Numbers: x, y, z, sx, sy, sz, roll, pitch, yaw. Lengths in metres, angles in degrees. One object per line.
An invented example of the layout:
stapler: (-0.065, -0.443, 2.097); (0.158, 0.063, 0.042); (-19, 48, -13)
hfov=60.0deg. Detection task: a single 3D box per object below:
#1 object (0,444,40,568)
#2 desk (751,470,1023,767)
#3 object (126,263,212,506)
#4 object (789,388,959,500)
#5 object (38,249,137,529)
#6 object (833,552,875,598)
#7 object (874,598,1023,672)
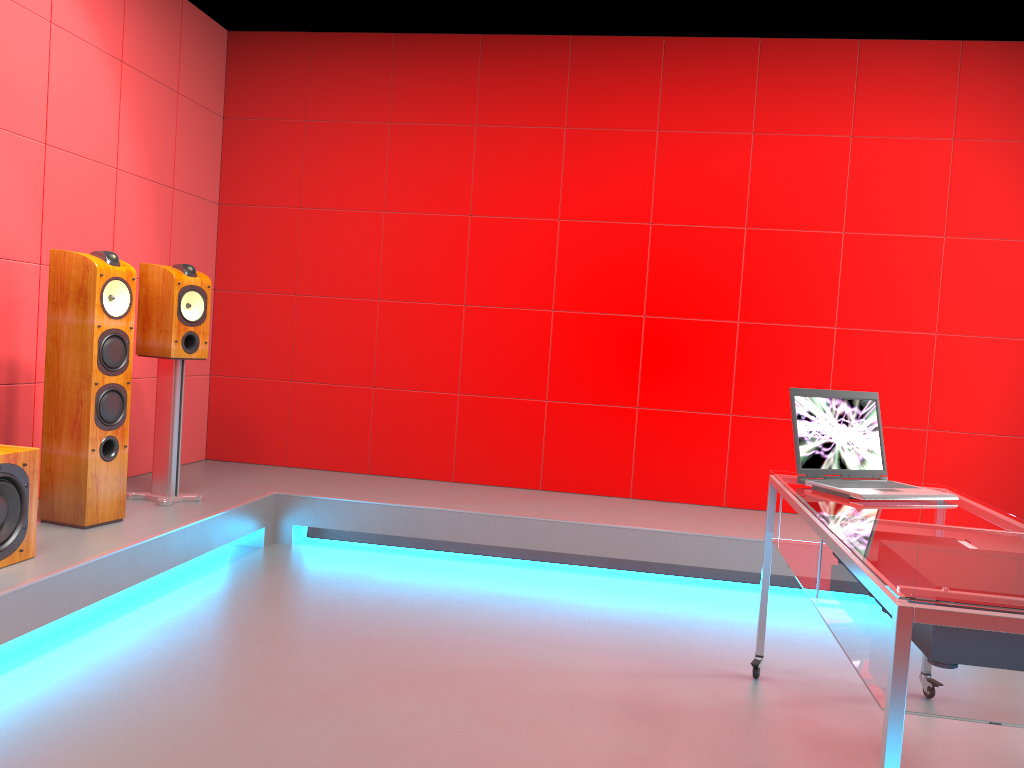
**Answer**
object: (-1.742, 0.381, 2.742); (0.360, 0.360, 0.360); (4, 3, 9)
desk: (0.978, 0.676, 2.121); (0.594, 0.690, 1.617); (4, 3, 9)
object: (-1.527, -0.008, 3.967); (0.265, 1.058, 0.231); (5, 3, 29)
object: (1.044, 0.171, 2.579); (0.342, 0.285, 0.340); (3, 3, -21)
object: (-1.634, 0.011, 3.428); (0.238, 1.052, 0.203); (5, 3, 19)
object: (1.093, 0.491, 2.370); (0.365, 0.092, 0.435); (4, 3, 9)
object: (1.022, 0.475, 1.882); (0.371, 0.158, 0.431); (4, 3, 9)
